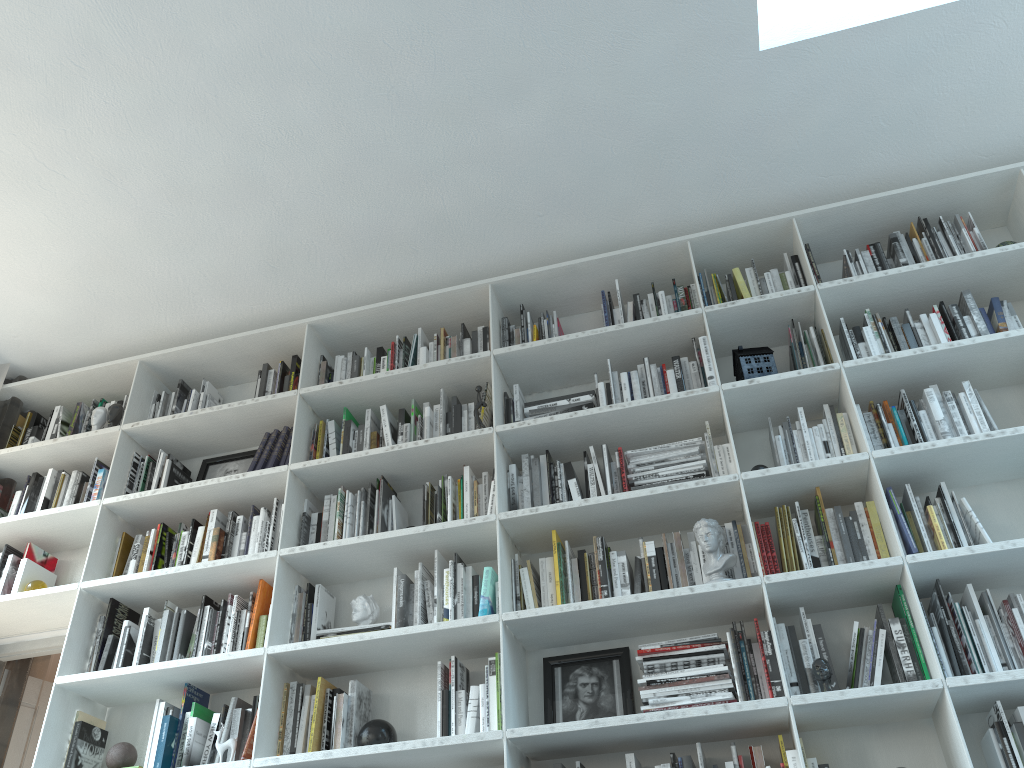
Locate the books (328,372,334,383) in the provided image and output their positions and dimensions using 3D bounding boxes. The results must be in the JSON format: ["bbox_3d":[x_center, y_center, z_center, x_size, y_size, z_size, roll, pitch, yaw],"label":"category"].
[{"bbox_3d":[-0.779,0.061,3.916,0.024,0.182,0.134,-11,-37,11],"label":"books"}]

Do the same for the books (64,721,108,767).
[{"bbox_3d":[-1.559,1.374,3.233,0.028,0.241,0.157,-11,-37,11],"label":"books"}]

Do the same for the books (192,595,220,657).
[{"bbox_3d":[-1.157,0.973,3.379,0.013,0.298,0.152,-11,-37,11],"label":"books"}]

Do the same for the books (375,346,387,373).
[{"bbox_3d":[-0.559,-0.014,3.900,0.028,0.266,0.152,-11,-37,11],"label":"books"}]

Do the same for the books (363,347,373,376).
[{"bbox_3d":[-0.618,-0.011,3.897,0.010,0.263,0.161,-11,-37,11],"label":"books"}]

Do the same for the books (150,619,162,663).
[{"bbox_3d":[-1.336,1.044,3.415,0.049,0.241,0.140,-11,-37,11],"label":"books"}]

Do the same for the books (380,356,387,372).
[{"bbox_3d":[-0.532,0.003,3.868,0.030,0.200,0.153,-11,-37,11],"label":"books"}]

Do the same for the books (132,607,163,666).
[{"bbox_3d":[-1.387,1.028,3.423,0.023,0.279,0.175,-11,-37,11],"label":"books"}]

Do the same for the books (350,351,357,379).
[{"bbox_3d":[-0.671,0.003,3.901,0.012,0.248,0.175,-11,-37,11],"label":"books"}]

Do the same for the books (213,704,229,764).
[{"bbox_3d":[-1.000,1.273,3.130,0.013,0.240,0.142,-11,-37,11],"label":"books"}]

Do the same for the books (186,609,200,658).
[{"bbox_3d":[-1.181,1.006,3.386,0.048,0.255,0.142,-11,-37,11],"label":"books"}]

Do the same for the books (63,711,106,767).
[{"bbox_3d":[-1.576,1.367,3.257,0.012,0.283,0.160,-11,-37,11],"label":"books"}]

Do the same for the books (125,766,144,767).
[{"bbox_3d":[-1.396,1.401,3.168,0.254,0.012,0.161,-12,-37,12],"label":"books"}]

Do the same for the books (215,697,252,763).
[{"bbox_3d":[-0.969,1.252,3.116,0.060,0.254,0.159,-11,-37,11],"label":"books"}]

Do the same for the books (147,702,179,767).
[{"bbox_3d":[-1.234,1.297,3.175,0.024,0.271,0.151,-11,-37,11],"label":"books"}]

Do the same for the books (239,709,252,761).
[{"bbox_3d":[-0.896,1.258,3.090,0.027,0.208,0.144,-11,-37,11],"label":"books"}]

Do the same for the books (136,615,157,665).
[{"bbox_3d":[-1.372,1.034,3.402,0.011,0.244,0.177,-11,-37,11],"label":"books"}]

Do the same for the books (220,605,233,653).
[{"bbox_3d":[-1.054,0.981,3.356,0.011,0.250,0.140,-11,-37,11],"label":"books"}]

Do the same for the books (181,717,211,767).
[{"bbox_3d":[-1.082,1.289,3.104,0.029,0.189,0.190,-11,-37,11],"label":"books"}]

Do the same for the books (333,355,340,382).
[{"bbox_3d":[-0.756,0.023,3.947,0.021,0.277,0.141,-11,-37,11],"label":"books"}]

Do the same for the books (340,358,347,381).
[{"bbox_3d":[-0.709,0.024,3.901,0.023,0.219,0.182,-11,-37,11],"label":"books"}]

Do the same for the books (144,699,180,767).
[{"bbox_3d":[-1.251,1.296,3.182,0.012,0.283,0.160,-11,-37,11],"label":"books"}]

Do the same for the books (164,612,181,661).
[{"bbox_3d":[-1.253,1.012,3.373,0.024,0.236,0.167,-11,-37,11],"label":"books"}]

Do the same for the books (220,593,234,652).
[{"bbox_3d":[-1.064,0.965,3.378,0.011,0.302,0.130,-11,-37,11],"label":"books"}]

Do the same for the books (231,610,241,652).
[{"bbox_3d":[-1.002,0.982,3.332,0.012,0.216,0.161,-11,-37,11],"label":"books"}]

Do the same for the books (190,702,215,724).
[{"bbox_3d":[-1.099,1.276,3.135,0.011,0.249,0.173,-11,-37,11],"label":"books"}]

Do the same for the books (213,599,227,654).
[{"bbox_3d":[-1.078,0.971,3.358,0.012,0.270,0.146,-11,-37,11],"label":"books"}]

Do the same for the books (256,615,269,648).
[{"bbox_3d":[-0.901,0.975,3.300,0.030,0.182,0.152,-11,-37,11],"label":"books"}]

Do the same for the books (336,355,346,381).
[{"bbox_3d":[-0.735,0.017,3.920,0.031,0.253,0.146,-11,-37,11],"label":"books"}]

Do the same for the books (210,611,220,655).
[{"bbox_3d":[-1.088,0.994,3.351,0.013,0.226,0.152,-11,-37,11],"label":"books"}]

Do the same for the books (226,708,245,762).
[{"bbox_3d":[-0.926,1.259,3.088,0.030,0.206,0.173,-11,-37,11],"label":"books"}]

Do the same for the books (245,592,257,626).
[{"bbox_3d":[-0.969,0.950,3.354,0.015,0.291,0.144,-11,-37,11],"label":"books"}]

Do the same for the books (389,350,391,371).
[{"bbox_3d":[-0.503,-0.016,3.857,0.011,0.214,0.161,-11,-37,11],"label":"books"}]

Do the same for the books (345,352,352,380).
[{"bbox_3d":[-0.687,0.009,3.908,0.023,0.250,0.171,-11,-37,11],"label":"books"}]

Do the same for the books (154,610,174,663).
[{"bbox_3d":[-1.286,1.014,3.381,0.021,0.246,0.190,-11,-37,11],"label":"books"}]

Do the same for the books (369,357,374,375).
[{"bbox_3d":[-0.593,0.012,3.905,0.025,0.233,0.130,-11,-37,11],"label":"books"}]

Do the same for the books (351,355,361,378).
[{"bbox_3d":[-0.653,0.009,3.875,0.029,0.206,0.179,-11,-37,11],"label":"books"}]

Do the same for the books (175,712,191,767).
[{"bbox_3d":[-1.134,1.306,3.158,0.030,0.230,0.148,-11,-37,11],"label":"books"}]

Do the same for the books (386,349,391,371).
[{"bbox_3d":[-0.513,-0.017,3.871,0.013,0.233,0.155,-11,-37,11],"label":"books"}]

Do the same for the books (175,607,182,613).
[{"bbox_3d":[-1.266,1.011,3.399,0.011,0.269,0.158,-11,-37,11],"label":"books"}]

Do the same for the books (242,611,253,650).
[{"bbox_3d":[-0.957,0.975,3.314,0.013,0.202,0.162,-11,-37,11],"label":"books"}]

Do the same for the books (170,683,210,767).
[{"bbox_3d":[-1.157,1.264,3.188,0.011,0.334,0.154,-11,-37,11],"label":"books"}]

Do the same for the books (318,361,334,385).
[{"bbox_3d":[-0.809,0.035,3.925,0.029,0.236,0.157,-11,-37,11],"label":"books"}]

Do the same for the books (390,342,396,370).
[{"bbox_3d":[-0.492,-0.032,3.866,0.013,0.250,0.184,-11,-37,11],"label":"books"}]

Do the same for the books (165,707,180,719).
[{"bbox_3d":[-1.205,1.304,3.170,0.031,0.254,0.144,-11,-37,11],"label":"books"}]

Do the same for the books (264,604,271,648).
[{"bbox_3d":[-0.873,0.953,3.306,0.031,0.222,0.145,-11,-37,11],"label":"books"}]

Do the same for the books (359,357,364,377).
[{"bbox_3d":[-0.629,0.013,3.881,0.015,0.206,0.167,-11,-37,11],"label":"books"}]

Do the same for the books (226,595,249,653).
[{"bbox_3d":[-1.020,0.954,3.340,0.015,0.273,0.158,-11,-37,11],"label":"books"}]

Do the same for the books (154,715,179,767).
[{"bbox_3d":[-1.183,1.300,3.128,0.029,0.207,0.190,-11,-37,11],"label":"books"}]

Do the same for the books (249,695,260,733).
[{"bbox_3d":[-0.873,1.239,3.100,0.021,0.250,0.155,-11,-37,11],"label":"books"}]

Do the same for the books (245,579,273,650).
[{"bbox_3d":[-0.936,0.922,3.345,0.035,0.324,0.171,-11,-37,11],"label":"books"}]

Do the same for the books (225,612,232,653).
[{"bbox_3d":[-1.032,0.987,3.357,0.028,0.241,0.132,-11,-37,11],"label":"books"}]

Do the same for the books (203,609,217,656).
[{"bbox_3d":[-1.104,0.990,3.345,0.013,0.228,0.178,-11,-37,11],"label":"books"}]

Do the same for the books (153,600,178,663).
[{"bbox_3d":[-1.300,1.003,3.404,0.011,0.291,0.184,-11,-37,11],"label":"books"}]

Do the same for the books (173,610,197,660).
[{"bbox_3d":[-1.219,1.009,3.375,0.023,0.241,0.185,-11,-37,11],"label":"books"}]

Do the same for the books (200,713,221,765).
[{"bbox_3d":[-1.033,1.290,3.129,0.056,0.213,0.143,-11,-37,11],"label":"books"}]

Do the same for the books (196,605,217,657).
[{"bbox_3d":[-1.137,0.993,3.371,0.021,0.255,0.156,-11,-37,11],"label":"books"}]

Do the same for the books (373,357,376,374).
[{"bbox_3d":[-0.577,0.012,3.890,0.012,0.214,0.151,-11,-37,11],"label":"books"}]

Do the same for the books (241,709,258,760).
[{"bbox_3d":[-0.834,1.197,3.067,0.082,0.275,0.229,-11,-37,11],"label":"books"}]

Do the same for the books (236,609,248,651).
[{"bbox_3d":[-0.986,0.980,3.333,0.021,0.219,0.149,-11,-37,11],"label":"books"}]
